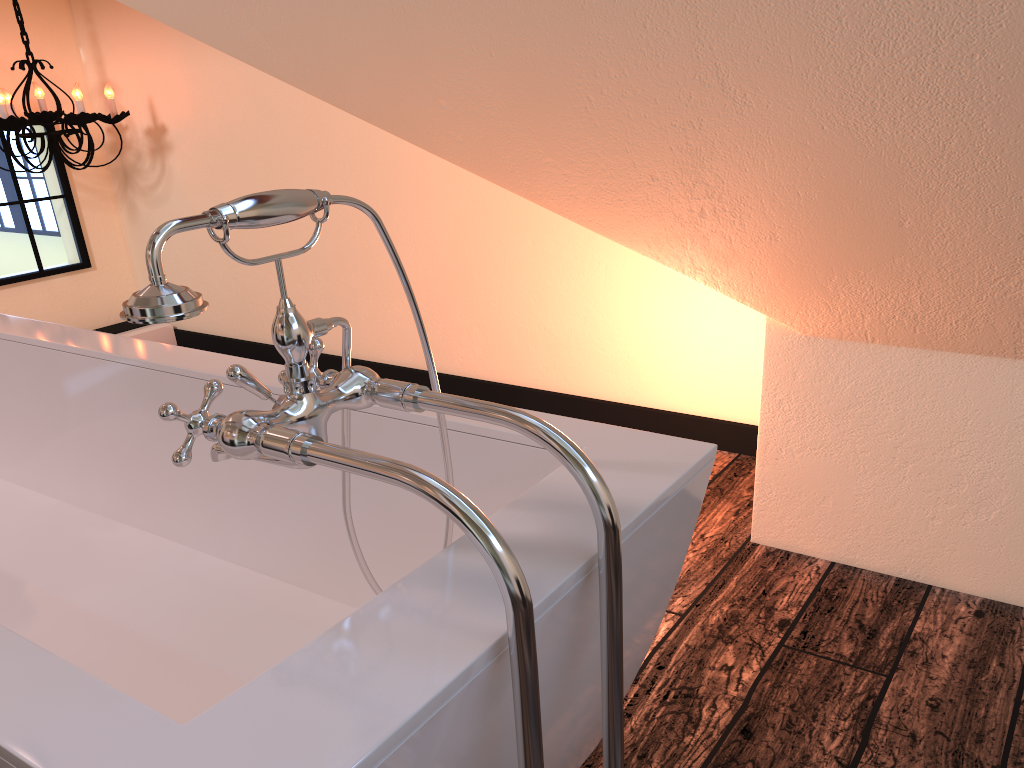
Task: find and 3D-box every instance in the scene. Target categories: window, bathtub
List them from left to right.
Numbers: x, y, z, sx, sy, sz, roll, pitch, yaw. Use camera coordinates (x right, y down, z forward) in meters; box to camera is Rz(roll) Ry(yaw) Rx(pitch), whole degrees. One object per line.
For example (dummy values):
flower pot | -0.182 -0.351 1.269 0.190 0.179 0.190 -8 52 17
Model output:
window | -2.046 -0.842 3.689 0.046 0.711 0.444 12 26 32
bathtub | -0.858 0.368 1.558 2.208 0.703 0.790 11 25 32

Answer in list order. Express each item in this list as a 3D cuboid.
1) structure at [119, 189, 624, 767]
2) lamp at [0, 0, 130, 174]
structure | -0.090 0.348 0.961 0.381 1.136 0.550 -21 28 -37
lamp | -1.795 -1.452 3.233 0.612 1.141 0.536 18 30 42
